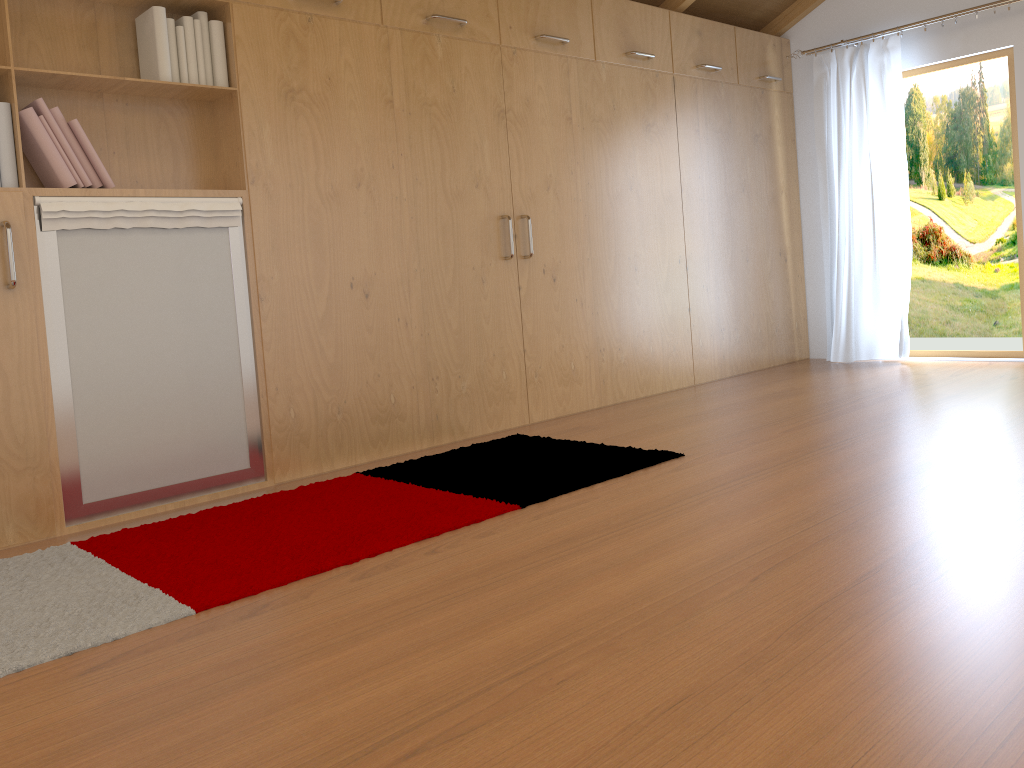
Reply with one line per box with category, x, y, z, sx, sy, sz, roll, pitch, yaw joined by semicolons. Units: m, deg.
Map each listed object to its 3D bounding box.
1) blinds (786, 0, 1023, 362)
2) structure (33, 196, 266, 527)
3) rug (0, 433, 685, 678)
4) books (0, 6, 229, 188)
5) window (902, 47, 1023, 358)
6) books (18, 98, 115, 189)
blinds;2.898;-1.124;4.865;0.234;2.028;2.847;-7;6;-43
structure;-1.301;-0.119;3.148;0.729;1.075;0.315;-8;4;-43
rug;-1.023;0.509;2.374;3.741;0.011;0.917;-11;9;-42
books;-2.224;-0.835;2.285;3.125;0.656;0.188;-11;6;-42
window;2.648;-1.051;5.390;0.026;1.780;0.874;-7;4;-42
books;-1.507;-0.790;2.956;0.281;0.295;0.175;-9;5;-43
